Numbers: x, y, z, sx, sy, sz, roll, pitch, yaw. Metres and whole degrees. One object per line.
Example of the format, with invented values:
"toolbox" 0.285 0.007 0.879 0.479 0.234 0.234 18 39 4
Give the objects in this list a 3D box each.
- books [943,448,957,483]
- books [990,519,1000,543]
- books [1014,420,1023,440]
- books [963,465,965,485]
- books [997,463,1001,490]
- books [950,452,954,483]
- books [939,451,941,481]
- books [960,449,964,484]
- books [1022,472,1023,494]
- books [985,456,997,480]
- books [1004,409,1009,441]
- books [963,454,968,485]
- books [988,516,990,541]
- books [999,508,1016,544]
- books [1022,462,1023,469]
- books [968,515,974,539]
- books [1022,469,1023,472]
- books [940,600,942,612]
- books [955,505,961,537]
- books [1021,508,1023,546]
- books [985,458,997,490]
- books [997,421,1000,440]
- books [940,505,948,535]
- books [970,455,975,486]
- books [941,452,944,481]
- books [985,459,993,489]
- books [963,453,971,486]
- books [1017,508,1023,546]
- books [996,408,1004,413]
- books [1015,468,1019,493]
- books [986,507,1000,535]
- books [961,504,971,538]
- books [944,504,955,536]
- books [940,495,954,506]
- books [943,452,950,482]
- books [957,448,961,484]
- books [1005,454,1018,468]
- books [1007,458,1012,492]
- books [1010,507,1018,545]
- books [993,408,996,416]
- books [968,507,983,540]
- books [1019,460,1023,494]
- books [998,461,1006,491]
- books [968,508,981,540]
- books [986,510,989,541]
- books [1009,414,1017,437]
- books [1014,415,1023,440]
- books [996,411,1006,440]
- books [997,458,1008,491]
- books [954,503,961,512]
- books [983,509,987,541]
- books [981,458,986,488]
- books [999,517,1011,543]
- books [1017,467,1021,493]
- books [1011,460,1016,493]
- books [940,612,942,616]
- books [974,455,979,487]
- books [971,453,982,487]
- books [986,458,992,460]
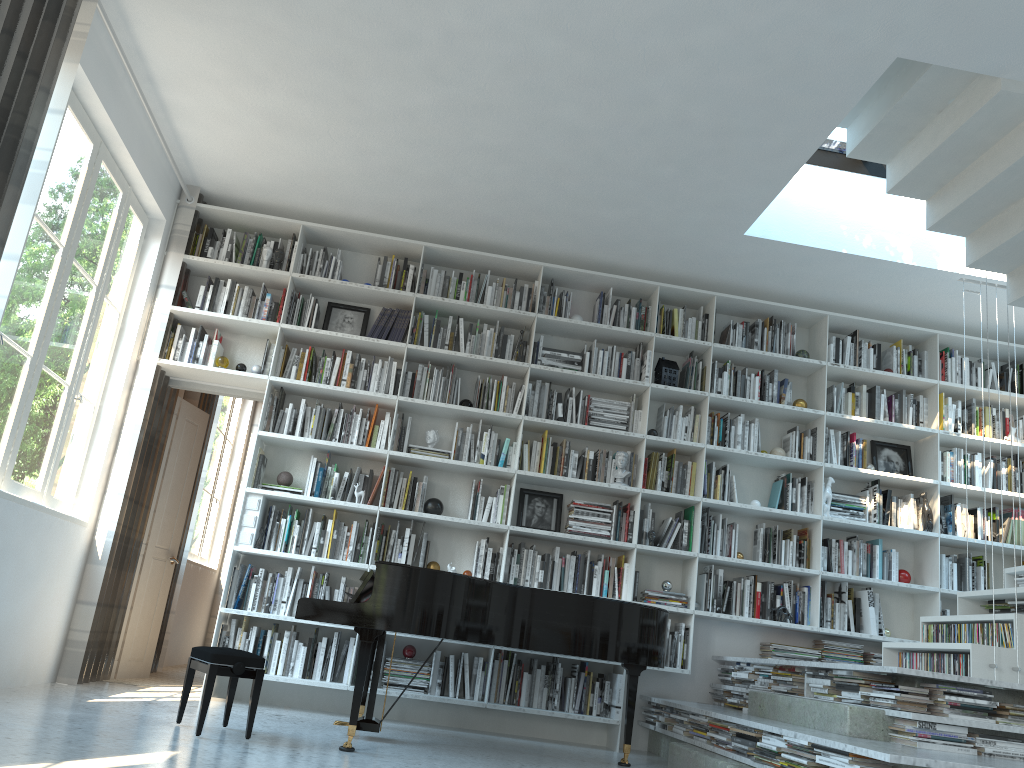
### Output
"books" 3.145 0.616 6.388 0.014 0.284 0.186 9 -16 -5
"books" 3.389 1.062 6.295 0.024 0.180 0.191 9 -16 -5
"books" 3.694 0.388 6.540 0.023 0.213 0.181 9 -16 -5
"books" 3.216 0.687 6.408 0.027 0.179 0.157 9 -16 -5
"books" 3.497 0.707 6.448 0.028 0.236 0.146 9 -16 -5
"books" 3.122 0.631 6.396 0.026 0.255 0.174 9 -16 -5
"books" 3.043 0.621 6.392 0.012 0.253 0.161 9 -16 -5
"books" 3.206 0.627 6.408 0.012 0.292 0.166 9 -16 -5
"books" 3.678 0.748 6.432 0.029 0.194 0.192 9 -16 -5
"books" 3.475 0.677 6.453 0.024 0.291 0.132 9 -16 -5
"books" 3.607 0.340 6.548 0.023 0.286 0.163 9 -16 -5
"books" 3.242 0.648 6.408 0.013 0.259 0.158 9 -16 -5
"books" 3.367 1.058 6.336 0.014 0.206 0.138 9 -16 -5
"books" 3.515 1.035 6.337 0.072 0.290 0.170 9 -16 -5
"books" 3.738 0.712 6.455 0.042 0.291 0.187 9 -16 -5
"books" 3.213 1.033 6.291 0.023 0.188 0.170 9 -16 -5
"books" 3.702 0.745 6.473 0.024 0.229 0.131 9 -16 -5
"books" 2.874 1.624 6.027 0.011 0.292 0.144 9 -16 -5
"books" 3.116 0.991 6.291 0.026 0.245 0.181 9 -16 -5
"books" 3.594 1.045 6.345 0.018 0.292 0.170 9 -16 -5
"books" 3.443 0.682 6.427 0.023 0.257 0.184 9 -16 -5
"books" 3.538 0.382 6.536 0.034 0.182 0.157 9 -16 -5
"books" 3.032 0.990 6.310 0.066 0.236 0.144 9 -16 -5
"books" 3.285 0.655 6.411 0.024 0.258 0.157 9 -16 -5
"books" 3.060 0.629 6.406 0.026 0.249 0.161 9 -16 -5
"books" 3.410 0.681 6.416 0.045 0.244 0.177 9 -16 -5
"books" 3.260 0.649 6.419 0.025 0.270 0.153 9 -16 -5
"books" 3.578 1.039 6.330 0.018 0.292 0.170 9 -16 -5
"books" 3.589 0.337 6.558 0.011 0.293 0.151 9 -16 -5
"books" 3.603 0.728 6.428 0.025 0.211 0.189 9 -16 -5
"books" 3.417 1.028 6.337 0.026 0.277 0.170 9 -16 -5
"books" 3.179 0.993 6.298 0.056 0.260 0.177 9 -16 -5
"books" 3.080 0.986 6.288 0.022 0.242 0.171 9 -16 -5
"books" 3.099 0.957 6.318 0.012 0.321 0.142 9 -16 -5
"books" 3.087 0.626 6.381 0.023 0.247 0.182 9 -16 -5
"books" 3.188 0.625 6.418 0.022 0.296 0.162 9 -16 -5
"books" 3.651 0.685 6.472 0.013 0.329 0.140 9 -16 -5
"books" 3.560 0.691 6.437 0.013 0.276 0.188 9 -16 -5
"books" 3.552 1.039 6.341 0.033 0.293 0.170 9 -16 -5
"books" 3.515 0.331 6.548 0.024 0.280 0.154 9 -16 -5
"books" 3.291 1.017 6.323 0.029 0.258 0.172 9 -16 -5
"books" 3.661 0.707 6.458 0.013 0.282 0.149 9 -16 -5
"books" 3.526 0.701 6.443 0.025 0.252 0.160 9 -16 -5
"books" 3.267 1.015 6.309 0.022 0.246 0.181 9 -16 -5
"books" 3.351 1.034 6.337 0.025 0.248 0.134 9 -16 -5
"books" 3.651 0.362 6.543 0.070 0.253 0.155 9 -16 -5
"books" 3.744 0.377 6.559 0.029 0.257 0.163 9 -16 -5
"books" 3.573 0.344 6.531 0.022 0.260 0.161 9 -16 -5
"books" 3.547 0.687 6.440 0.012 0.282 0.152 9 -16 -5
"books" 3.139 0.988 6.307 0.022 0.264 0.157 9 -16 -5
"books" 3.333 1.028 6.333 0.012 0.253 0.161 9 -16 -5
"books" 3.380 0.678 6.435 0.012 0.253 0.161 9 -16 -5
"books" 3.470 1.066 6.322 0.088 0.216 0.167 9 -16 -5
"books" 3.627 0.731 6.440 0.025 0.219 0.178 9 -16 -5
"books" 3.580 0.698 6.435 0.028 0.267 0.174 9 -16 -5
"books" 2.850 1.654 6.000 0.031 0.214 0.165 9 -16 -5
"books" 3.308 0.657 6.411 0.022 0.262 0.173 9 -16 -5
"books" 3.335 0.652 6.421 0.030 0.283 0.167 9 -16 -5
"books" 3.457 0.684 6.453 0.010 0.273 0.130 9 -16 -5
